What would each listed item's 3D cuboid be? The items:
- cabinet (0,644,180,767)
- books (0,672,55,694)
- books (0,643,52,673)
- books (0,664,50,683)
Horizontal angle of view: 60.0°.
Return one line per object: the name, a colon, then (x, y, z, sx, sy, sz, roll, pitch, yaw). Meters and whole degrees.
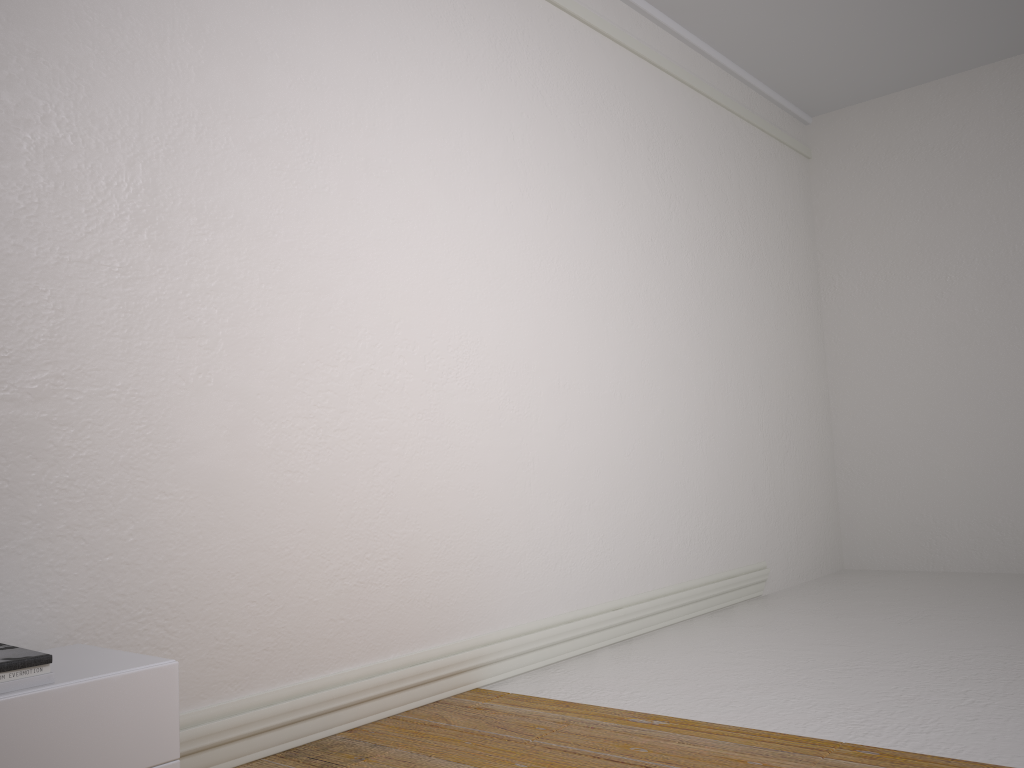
cabinet: (-1.253, 0.774, 1.506, 0.451, 0.400, 1.224, -8, -7, 40)
books: (-1.080, 0.567, 1.639, 0.249, 0.019, 0.350, -8, -8, 40)
books: (-1.092, 0.532, 1.647, 0.269, 0.016, 0.348, -8, -8, 41)
books: (-1.086, 0.548, 1.637, 0.249, 0.019, 0.343, -8, -7, 38)
